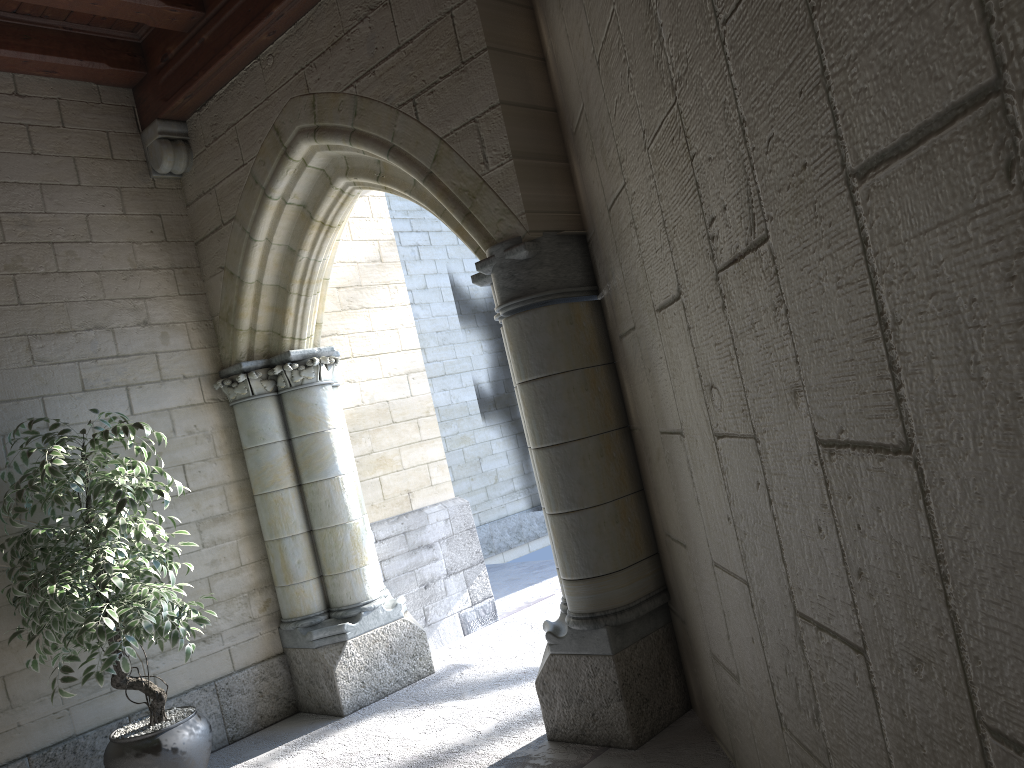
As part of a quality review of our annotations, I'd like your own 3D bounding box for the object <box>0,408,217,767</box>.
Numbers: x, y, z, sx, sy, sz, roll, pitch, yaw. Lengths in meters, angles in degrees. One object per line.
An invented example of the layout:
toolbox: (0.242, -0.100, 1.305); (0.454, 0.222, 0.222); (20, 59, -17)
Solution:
object: (-1.579, 0.879, 3.495); (0.791, 1.618, 0.747); (-13, 0, 39)
